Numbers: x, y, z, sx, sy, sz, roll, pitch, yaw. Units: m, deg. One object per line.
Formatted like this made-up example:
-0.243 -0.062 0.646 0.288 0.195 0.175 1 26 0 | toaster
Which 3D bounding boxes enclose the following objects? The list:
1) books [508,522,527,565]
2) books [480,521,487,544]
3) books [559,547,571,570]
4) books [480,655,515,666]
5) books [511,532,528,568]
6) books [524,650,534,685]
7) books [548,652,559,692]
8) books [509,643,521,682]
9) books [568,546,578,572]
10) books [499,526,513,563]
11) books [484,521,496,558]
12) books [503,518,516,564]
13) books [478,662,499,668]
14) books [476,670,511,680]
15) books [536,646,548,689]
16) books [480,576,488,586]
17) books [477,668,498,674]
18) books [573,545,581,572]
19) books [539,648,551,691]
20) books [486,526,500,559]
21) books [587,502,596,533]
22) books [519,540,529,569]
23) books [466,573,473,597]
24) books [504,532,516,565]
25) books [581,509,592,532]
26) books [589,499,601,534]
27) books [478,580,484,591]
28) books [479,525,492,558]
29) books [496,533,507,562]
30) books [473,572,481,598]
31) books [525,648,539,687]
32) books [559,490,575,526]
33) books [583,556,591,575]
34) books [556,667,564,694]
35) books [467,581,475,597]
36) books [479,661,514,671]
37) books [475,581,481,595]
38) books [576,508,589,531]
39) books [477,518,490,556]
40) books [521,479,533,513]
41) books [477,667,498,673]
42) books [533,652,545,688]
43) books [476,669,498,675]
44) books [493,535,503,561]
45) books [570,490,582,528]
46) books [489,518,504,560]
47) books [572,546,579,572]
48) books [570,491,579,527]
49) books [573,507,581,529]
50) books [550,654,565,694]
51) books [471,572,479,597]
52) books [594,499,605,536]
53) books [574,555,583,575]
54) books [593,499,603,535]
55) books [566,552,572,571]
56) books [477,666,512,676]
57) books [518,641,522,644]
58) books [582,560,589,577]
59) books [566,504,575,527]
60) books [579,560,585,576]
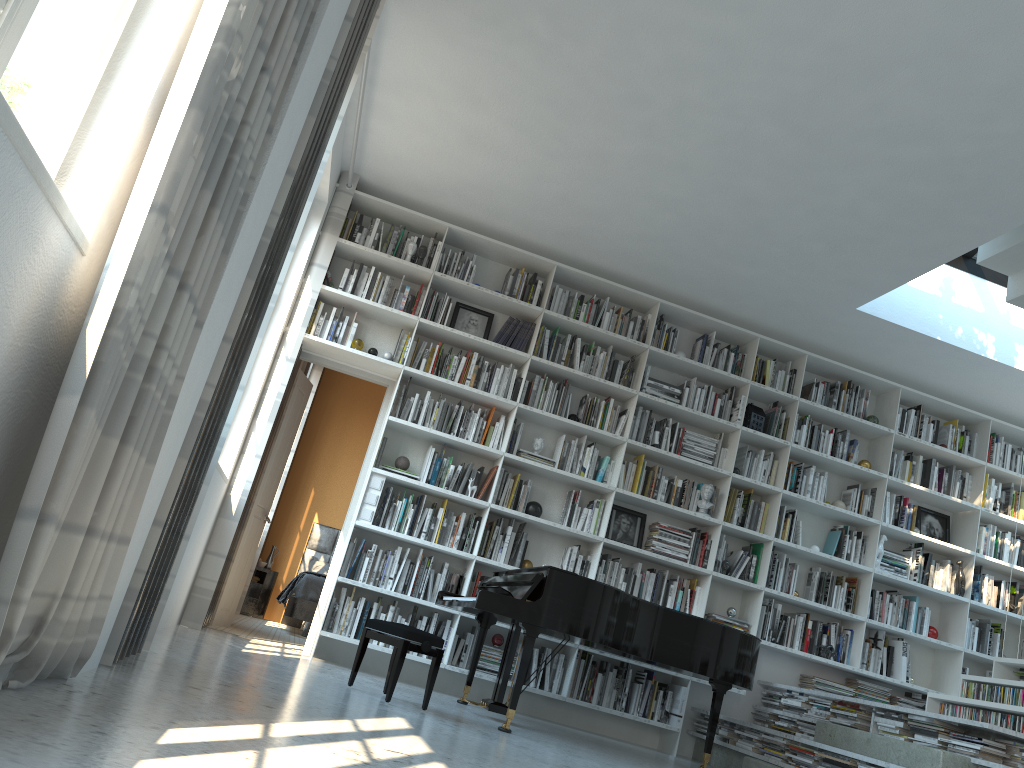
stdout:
0.020 1.131 6.226 0.050 0.327 0.167 18 -16 -9 | books
-0.231 1.080 6.192 0.013 0.275 0.147 18 -16 -9 | books
0.364 1.286 6.289 0.012 0.253 0.161 18 -16 -9 | books
-0.135 1.873 6.040 0.285 0.007 0.160 18 -17 -9 | books
0.048 1.174 6.221 0.027 0.260 0.163 18 -16 -9 | books
0.090 1.934 6.078 0.028 0.237 0.136 18 -16 -9 | books
0.265 1.983 6.116 0.025 0.258 0.133 18 -16 -9 | books
0.020 1.898 6.054 0.012 0.253 0.161 18 -16 -9 | books
0.401 1.288 6.287 0.027 0.268 0.159 18 -16 -9 | books
-0.062 1.134 6.204 0.027 0.268 0.185 18 -16 -9 | books
-0.174 1.094 6.181 0.012 0.271 0.181 18 -16 -9 | books
-0.040 1.113 6.240 0.013 0.338 0.138 18 -16 -9 | books
-0.143 1.909 6.020 0.254 0.007 0.161 19 -17 -13 | books
-0.161 1.962 6.014 0.285 0.007 0.160 18 -17 -9 | books
0.186 1.941 6.078 0.012 0.274 0.180 18 -16 -9 | books
-0.225 1.461 6.115 0.026 0.273 0.146 18 -16 -9 | books
-0.157 1.949 6.017 0.254 0.007 0.161 18 -17 -9 | books
0.430 1.289 6.304 0.014 0.290 0.132 18 -16 -9 | books
0.224 1.957 6.097 0.074 0.275 0.181 18 -16 -9 | books
-0.154 1.115 6.189 0.042 0.247 0.163 18 -16 -9 | books
0.547 0.977 6.387 0.012 0.244 0.171 18 -16 -9 | books
0.061 1.207 6.233 0.023 0.211 0.160 18 -16 -9 | books
-0.325 1.431 6.093 0.023 0.265 0.134 18 -16 -9 | books
-0.032 1.163 6.223 0.029 0.240 0.136 18 -16 -9 | books
0.521 1.000 6.387 0.024 0.187 0.173 18 -16 -9 | books
0.568 0.973 6.400 0.027 0.268 0.178 18 -16 -9 | books
-0.247 1.464 6.081 0.023 0.237 0.173 18 -16 -9 | books
-0.200 1.104 6.180 0.030 0.238 0.157 18 -16 -9 | books
-0.093 1.152 6.196 0.021 0.214 0.172 18 -16 -9 | books
-0.271 1.436 6.100 0.013 0.287 0.161 18 -16 -9 | books
0.135 1.938 6.077 0.063 0.252 0.178 18 -16 -9 | books
0.390 0.908 6.375 0.012 0.284 0.160 18 -16 -9 | books
0.512 1.348 6.337 0.019 0.241 0.107 18 -16 -9 | books
0.303 2.031 6.099 0.024 0.179 0.172 18 -16 -9 | books
-0.307 1.462 6.085 0.026 0.212 0.140 18 -16 -9 | books
-0.141 1.903 6.021 0.285 0.007 0.160 19 -17 -13 | books
-0.266 1.466 6.087 0.010 0.227 0.168 18 -16 -9 | books
0.484 0.987 6.376 0.057 0.188 0.156 18 -16 -9 | books
-0.215 1.078 6.186 0.013 0.282 0.147 18 -16 -9 | books
0.086 0.820 6.328 0.028 0.265 0.145 18 -16 -9 | books
-0.155 1.942 6.017 0.254 0.007 0.161 18 -16 -8 | books
0.168 1.959 6.077 0.011 0.231 0.174 18 -16 -9 | books
-0.157 1.953 6.007 0.254 0.007 0.161 17 -16 -5 | books
-0.117 1.155 6.193 0.024 0.195 0.157 18 -16 -9 | books
0.436 0.918 6.388 0.012 0.297 0.166 18 -16 -9 | books
-0.119 1.093 6.202 0.014 0.312 0.166 18 -16 -9 | books
0.416 1.293 6.304 0.010 0.276 0.156 18 -16 -9 | books
0.424 0.918 6.389 0.011 0.291 0.156 18 -16 -9 | books
0.439 0.979 6.383 0.030 0.182 0.155 18 -16 -9 | books
0.295 1.983 6.090 0.024 0.259 0.190 18 -16 -9 | books
-0.281 1.435 6.095 0.010 0.281 0.149 18 -16 -9 | books
0.604 0.977 6.401 0.021 0.281 0.162 18 -16 -9 | books
0.443 1.326 6.290 0.029 0.220 0.153 18 -16 -9 | books
0.589 0.973 6.395 0.011 0.278 0.188 18 -16 -9 | books
0.371 1.305 6.295 0.015 0.225 0.148 18 -16 -9 | books
-0.152 1.934 6.012 0.285 0.007 0.160 19 -17 -13 | books
0.038 1.903 6.073 0.031 0.265 0.145 18 -16 -9 | books
0.492 1.355 6.303 0.024 0.200 0.159 18 -16 -9 | books
0.396 0.959 6.361 0.025 0.185 0.154 18 -16 -9 | books
0.463 1.352 6.310 0.031 0.194 0.142 18 -16 -9 | books
